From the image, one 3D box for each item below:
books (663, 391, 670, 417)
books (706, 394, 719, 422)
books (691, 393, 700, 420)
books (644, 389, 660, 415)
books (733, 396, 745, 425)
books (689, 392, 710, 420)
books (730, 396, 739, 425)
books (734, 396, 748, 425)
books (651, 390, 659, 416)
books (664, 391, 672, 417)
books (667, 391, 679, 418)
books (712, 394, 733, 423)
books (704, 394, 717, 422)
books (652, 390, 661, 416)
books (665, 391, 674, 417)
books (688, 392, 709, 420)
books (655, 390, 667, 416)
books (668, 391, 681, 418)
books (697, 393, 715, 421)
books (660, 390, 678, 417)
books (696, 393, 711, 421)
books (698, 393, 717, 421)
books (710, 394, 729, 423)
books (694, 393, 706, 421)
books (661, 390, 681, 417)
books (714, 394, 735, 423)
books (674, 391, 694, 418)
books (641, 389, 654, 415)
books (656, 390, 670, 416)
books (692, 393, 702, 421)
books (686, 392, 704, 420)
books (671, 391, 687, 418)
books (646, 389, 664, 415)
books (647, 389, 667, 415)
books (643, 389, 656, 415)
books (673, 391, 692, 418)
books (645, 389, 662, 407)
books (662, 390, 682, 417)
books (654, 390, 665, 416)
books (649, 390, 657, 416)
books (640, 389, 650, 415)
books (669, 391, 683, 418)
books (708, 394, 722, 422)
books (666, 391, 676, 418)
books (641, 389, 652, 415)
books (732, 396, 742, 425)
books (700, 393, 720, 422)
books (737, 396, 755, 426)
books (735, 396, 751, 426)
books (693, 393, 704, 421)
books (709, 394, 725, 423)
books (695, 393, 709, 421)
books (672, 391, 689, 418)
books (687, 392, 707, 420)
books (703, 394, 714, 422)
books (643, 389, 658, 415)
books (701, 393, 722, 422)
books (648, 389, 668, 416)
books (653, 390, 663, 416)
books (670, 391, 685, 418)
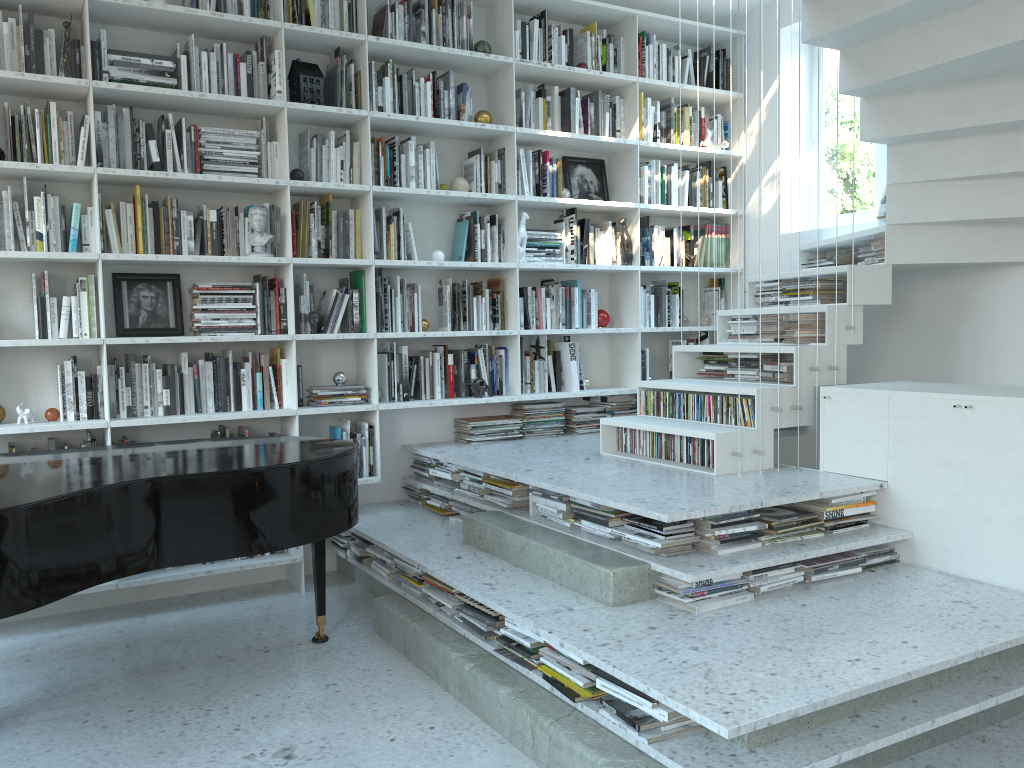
[{"bbox_3d":[0.797,0.098,4.379,0.125,0.125,0.009,-3,5,-29],"label":"books"},{"bbox_3d":[0.952,0.111,4.105,0.125,0.125,0.013,-3,5,-29],"label":"books"},{"bbox_3d":[0.897,0.106,4.202,0.125,0.125,0.008,-3,5,-29],"label":"books"},{"bbox_3d":[0.725,0.092,4.505,0.125,0.125,0.008,-3,5,-29],"label":"books"},{"bbox_3d":[1.035,0.118,3.959,0.125,0.125,0.008,-3,5,-29],"label":"books"},{"bbox_3d":[0.892,0.106,4.210,0.125,0.125,0.010,-3,5,-29],"label":"books"},{"bbox_3d":[1.027,0.117,3.973,0.125,0.125,0.008,-3,5,-29],"label":"books"},{"bbox_3d":[1.038,0.118,3.953,0.125,0.125,0.007,-3,5,-29],"label":"books"},{"bbox_3d":[0.750,0.094,4.460,0.125,0.125,0.008,-3,5,-29],"label":"books"},{"bbox_3d":[0.801,0.098,4.371,0.125,0.125,0.007,-3,5,-29],"label":"books"},{"bbox_3d":[0.812,0.099,4.352,0.125,0.125,0.008,-3,5,-29],"label":"books"},{"bbox_3d":[0.970,0.113,4.074,0.125,0.125,0.018,-3,5,-29],"label":"books"},{"bbox_3d":[0.945,0.111,4.118,0.125,0.125,0.016,-3,5,-29],"label":"books"},{"bbox_3d":[0.754,0.094,4.453,0.125,0.125,0.007,-3,5,-29],"label":"books"},{"bbox_3d":[0.804,0.098,4.365,0.125,0.125,0.008,-3,5,-29],"label":"books"},{"bbox_3d":[0.888,0.106,4.217,0.125,0.125,0.007,-3,5,-29],"label":"books"},{"bbox_3d":[0.765,0.095,4.433,0.125,0.125,0.008,-3,5,-29],"label":"books"},{"bbox_3d":[0.816,0.099,4.345,0.125,0.125,0.008,-3,5,-29],"label":"books"},{"bbox_3d":[0.919,0.108,4.163,0.125,0.125,0.008,-3,5,-29],"label":"books"},{"bbox_3d":[0.784,0.097,4.400,0.125,0.125,0.010,-3,5,-29],"label":"books"},{"bbox_3d":[0.916,0.108,4.169,0.125,0.125,0.007,-3,5,-29],"label":"books"},{"bbox_3d":[0.925,0.109,4.153,0.125,0.125,0.013,-3,5,-29],"label":"books"},{"bbox_3d":[0.965,0.112,4.082,0.125,0.125,0.012,-3,5,-29],"label":"books"},{"bbox_3d":[0.908,0.107,4.182,0.125,0.125,0.008,-3,5,-29],"label":"books"},{"bbox_3d":[0.789,0.097,4.392,0.125,0.125,0.007,-3,5,-29],"label":"books"},{"bbox_3d":[0.977,0.113,4.061,0.125,0.125,0.009,-3,5,-29],"label":"books"},{"bbox_3d":[0.838,0.101,4.306,0.125,0.125,0.008,-3,5,-29],"label":"books"},{"bbox_3d":[0.713,0.091,4.525,0.125,0.125,0.009,-3,5,-29],"label":"books"},{"bbox_3d":[0.769,0.095,4.427,0.125,0.125,0.008,-3,5,-29],"label":"books"},{"bbox_3d":[0.901,0.107,4.195,0.125,0.125,0.008,-3,5,-29],"label":"books"},{"bbox_3d":[0.881,0.105,4.230,0.125,0.125,0.007,-3,5,-29],"label":"books"},{"bbox_3d":[0.827,0.100,4.325,0.125,0.125,0.007,-3,5,-29],"label":"books"},{"bbox_3d":[0.732,0.092,4.492,0.125,0.125,0.007,-3,5,-29],"label":"books"},{"bbox_3d":[0.736,0.093,4.485,0.125,0.125,0.008,-3,5,-29],"label":"books"},{"bbox_3d":[0.717,0.091,4.518,0.125,0.125,0.008,-3,5,-29],"label":"books"},{"bbox_3d":[0.834,0.101,4.312,0.125,0.125,0.008,-3,5,-29],"label":"books"},{"bbox_3d":[0.728,0.092,4.498,0.125,0.125,0.009,-3,5,-29],"label":"books"},{"bbox_3d":[0.793,0.097,4.385,0.125,0.125,0.009,-3,5,-29],"label":"books"},{"bbox_3d":[0.762,0.095,4.440,0.125,0.125,0.007,-3,5,-29],"label":"books"},{"bbox_3d":[0.745,0.093,4.470,0.125,0.125,0.012,-3,5,-29],"label":"books"},{"bbox_3d":[0.706,0.090,4.539,0.125,0.125,0.008,-3,5,-29],"label":"books"},{"bbox_3d":[0.820,0.100,4.338,0.125,0.125,0.008,-3,5,-29],"label":"books"},{"bbox_3d":[0.956,0.111,4.098,0.125,0.125,0.009,-3,5,-29],"label":"books"},{"bbox_3d":[0.808,0.099,4.359,0.125,0.125,0.008,-3,5,-29],"label":"books"},{"bbox_3d":[0.710,0.090,4.531,0.125,0.125,0.008,-3,5,-29],"label":"books"},{"bbox_3d":[1.031,0.118,3.966,0.125,0.125,0.008,-3,5,-29],"label":"books"},{"bbox_3d":[0.929,0.109,4.145,0.125,0.125,0.009,-3,5,-29],"label":"books"},{"bbox_3d":[1.047,0.119,3.938,0.125,0.125,0.011,-3,5,-29],"label":"books"},{"bbox_3d":[1.042,0.119,3.947,0.125,0.125,0.008,-3,5,-29],"label":"books"},{"bbox_3d":[0.905,0.107,4.189,0.125,0.125,0.008,-3,5,-29],"label":"books"},{"bbox_3d":[0.960,0.112,4.091,0.125,0.125,0.007,-3,5,-29],"label":"books"},{"bbox_3d":[0.912,0.108,4.176,0.125,0.125,0.008,-3,5,-29],"label":"books"},{"bbox_3d":[0.831,0.101,4.318,0.125,0.125,0.007,-3,5,-29],"label":"books"},{"bbox_3d":[0.885,0.105,4.224,0.125,0.125,0.007,-3,5,-29],"label":"books"},{"bbox_3d":[0.939,0.110,4.128,0.125,0.125,0.009,-3,5,-29],"label":"books"},{"bbox_3d":[0.721,0.091,4.511,0.125,0.125,0.007,-3,5,-29],"label":"books"},{"bbox_3d":[0.934,0.110,4.136,0.125,0.125,0.011,-3,5,-29],"label":"books"},{"bbox_3d":[0.740,0.093,4.477,0.125,0.125,0.010,-3,5,-29],"label":"books"},{"bbox_3d":[0.758,0.095,4.447,0.125,0.125,0.007,-3,5,-29],"label":"books"},{"bbox_3d":[0.823,0.100,4.331,0.125,0.125,0.007,-3,5,-29],"label":"books"}]
